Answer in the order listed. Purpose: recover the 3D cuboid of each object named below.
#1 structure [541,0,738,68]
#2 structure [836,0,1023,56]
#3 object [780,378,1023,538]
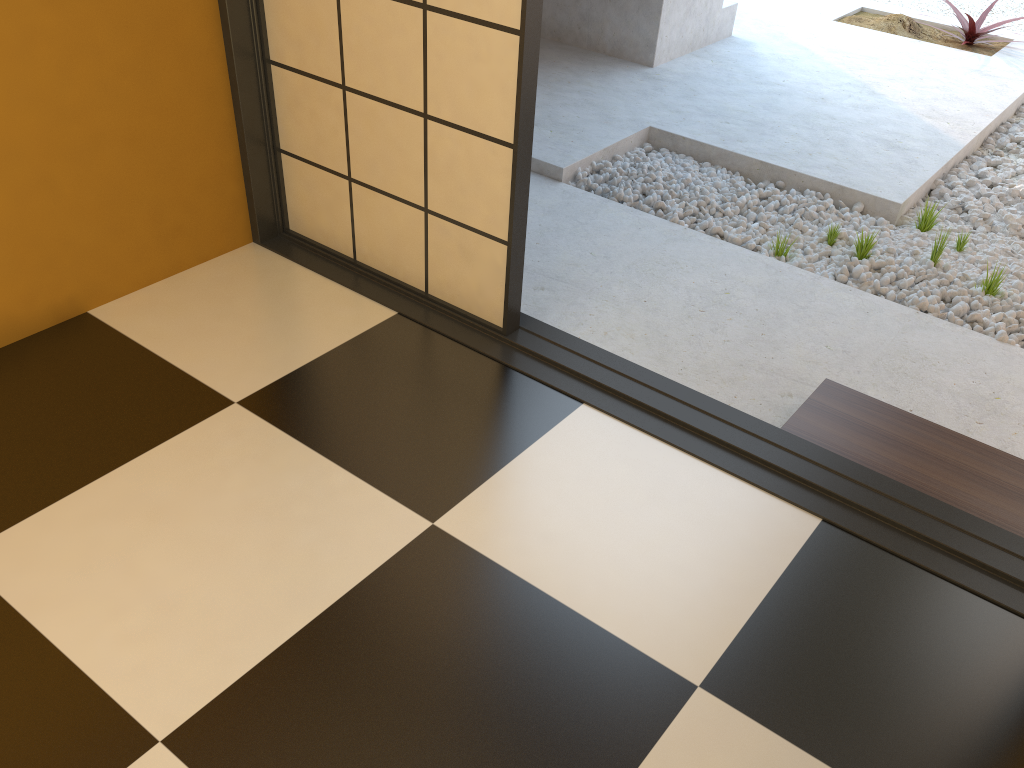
[{"bbox_3d":[-1.001,-2.547,2.299,1.137,4.136,6.362,29,44,28],"label":"structure"},{"bbox_3d":[2.736,-2.333,5.677,1.182,0.306,0.725,27,43,27],"label":"structure"},{"bbox_3d":[1.067,0.237,2.296,0.691,0.106,0.339,27,43,26],"label":"object"}]
